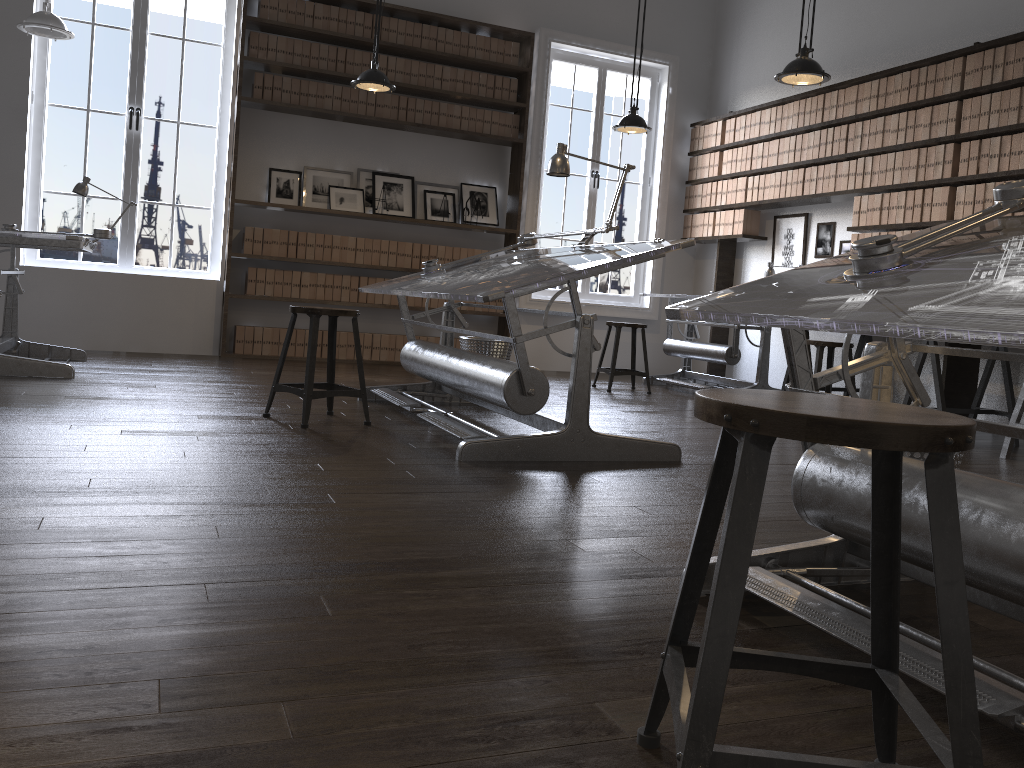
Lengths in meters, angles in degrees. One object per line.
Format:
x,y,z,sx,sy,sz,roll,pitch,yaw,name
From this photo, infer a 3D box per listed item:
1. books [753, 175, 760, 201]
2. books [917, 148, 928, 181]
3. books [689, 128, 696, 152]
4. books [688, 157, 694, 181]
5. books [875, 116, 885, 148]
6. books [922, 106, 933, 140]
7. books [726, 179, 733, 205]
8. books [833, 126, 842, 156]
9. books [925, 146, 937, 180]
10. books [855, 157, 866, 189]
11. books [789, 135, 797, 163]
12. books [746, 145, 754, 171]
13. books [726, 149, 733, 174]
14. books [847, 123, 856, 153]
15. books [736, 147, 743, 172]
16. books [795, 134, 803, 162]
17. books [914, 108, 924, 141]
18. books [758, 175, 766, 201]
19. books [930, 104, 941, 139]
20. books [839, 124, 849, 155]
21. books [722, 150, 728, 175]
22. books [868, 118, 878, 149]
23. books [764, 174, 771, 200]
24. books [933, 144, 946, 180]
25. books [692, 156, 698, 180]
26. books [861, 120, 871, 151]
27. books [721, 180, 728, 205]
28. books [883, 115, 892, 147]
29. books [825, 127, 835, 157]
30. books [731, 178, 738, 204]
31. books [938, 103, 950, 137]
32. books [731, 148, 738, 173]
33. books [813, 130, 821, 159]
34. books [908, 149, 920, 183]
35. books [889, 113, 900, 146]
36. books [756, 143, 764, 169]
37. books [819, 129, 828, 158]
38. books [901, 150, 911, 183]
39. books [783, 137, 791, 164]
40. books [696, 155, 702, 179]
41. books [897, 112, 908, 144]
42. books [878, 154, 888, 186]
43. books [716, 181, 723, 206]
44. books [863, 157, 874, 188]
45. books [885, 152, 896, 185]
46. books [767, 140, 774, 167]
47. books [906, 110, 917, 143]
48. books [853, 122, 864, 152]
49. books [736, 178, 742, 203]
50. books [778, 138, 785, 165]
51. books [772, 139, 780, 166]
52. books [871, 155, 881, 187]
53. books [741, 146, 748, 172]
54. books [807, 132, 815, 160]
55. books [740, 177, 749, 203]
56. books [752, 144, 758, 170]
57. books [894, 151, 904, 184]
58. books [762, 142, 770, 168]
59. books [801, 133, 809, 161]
2.149,-1.652,7.547,0.174,0.225,0.067,3,3,-23,books
2.812,-1.458,5.937,0.174,0.225,0.067,3,3,-23,books
1.798,-2.325,8.481,0.174,0.225,0.067,3,3,-22,books
1.786,-2.048,8.486,0.174,0.225,0.067,3,3,-23,books
2.677,-1.771,6.292,0.174,0.225,0.067,3,3,-22,books
2.833,-1.723,5.911,0.174,0.225,0.067,3,3,-23,books
2.011,-1.702,7.899,0.174,0.225,0.067,3,3,-22,books
2.521,-1.820,6.691,0.174,0.225,0.067,3,3,-22,books
2.839,-1.450,5.872,0.174,0.225,0.067,3,3,-23,books
2.598,-1.522,6.444,0.174,0.225,0.067,3,3,-22,books
2.330,-1.876,7.145,0.174,0.225,0.067,3,3,-23,books
2.119,-1.940,7.660,0.174,0.225,0.067,3,3,-22,books
2.014,-1.972,7.913,0.174,0.225,0.067,3,3,-22,books
2.577,-1.803,6.553,0.174,0.225,0.067,3,3,-22,books
2.069,-1.956,7.790,0.174,0.225,0.067,3,3,-22,books
2.360,-1.868,7.081,0.174,0.225,0.067,3,3,-22,books
2.813,-1.731,5.978,0.174,0.225,0.067,3,3,-23,books
2.179,-1.643,7.484,0.174,0.225,0.067,3,3,-22,books
2.862,-1.716,5.851,0.174,0.225,0.067,3,3,-22,books
2.544,-1.811,6.620,0.174,0.225,0.067,3,3,-23,books
1.990,-1.980,7.981,0.174,0.225,0.067,3,3,-22,books
2.657,-1.778,6.356,0.174,0.225,0.067,3,3,-23,books
2.207,-1.635,7.420,0.174,0.225,0.067,3,3,-22,books
2.862,-1.442,5.805,0.174,0.225,0.067,3,3,-22,books
1.809,-2.040,8.420,0.174,0.225,0.067,3,3,-22,books
2.630,-1.786,6.422,0.174,0.225,0.067,3,3,-23,books
1.981,-1.710,7.962,0.174,0.225,0.067,3,3,-23,books
2.707,-1.763,6.232,0.174,0.225,0.067,3,3,-23,books
2.490,-1.828,6.760,0.174,0.225,0.067,3,3,-23,books
2.036,-1.694,7.834,0.174,0.225,0.067,3,3,-22,books
2.884,-1.708,5.793,0.174,0.225,0.067,3,3,-22,books
2.041,-1.963,7.846,0.174,0.225,0.067,3,3,-23,books
2.435,-1.844,6.883,0.174,0.225,0.067,3,3,-23,books
2.782,-1.466,5.997,0.174,0.225,0.067,3,3,-22,books
2.729,-1.756,6.173,0.174,0.225,0.067,3,3,-23,books
2.175,-1.923,7.525,0.174,0.225,0.067,3,3,-23,books
2.462,-1.836,6.817,0.174,0.225,0.067,3,3,-22,books
2.761,-1.474,6.061,0.174,0.225,0.067,3,3,-23,books
2.304,-1.884,7.212,0.174,0.225,0.067,3,3,-22,books
1.838,-2.032,8.353,0.174,0.225,0.067,3,3,-23,books
2.755,-1.748,6.106,0.174,0.225,0.067,3,3,-22,books
2.683,-1.497,6.251,0.174,0.225,0.067,3,3,-23,books
1.951,-1.718,8.028,0.174,0.225,0.067,3,3,-23,books
2.629,-1.513,6.379,0.174,0.225,0.067,3,3,-22,books
2.706,-1.490,6.184,0.174,0.225,0.067,3,3,-22,books
2.232,-1.907,7.395,0.174,0.225,0.067,3,3,-22,books
2.785,-1.739,6.042,0.174,0.225,0.067,3,3,-23,books
2.600,-1.795,6.486,0.174,0.225,0.067,3,3,-22,books
2.063,-1.685,7.765,0.174,0.225,0.067,3,3,-22,books
2.282,-1.892,7.271,0.174,0.225,0.067,3,3,-22,books
2.252,-1.899,7.331,0.174,0.225,0.067,3,3,-23,books
2.659,-1.505,6.316,0.174,0.225,0.067,3,3,-23,books
2.096,-1.948,7.730,0.174,0.225,0.067,3,3,-23,books
2.411,-1.852,6.952,0.174,0.225,0.067,3,3,-23,books
2.083,-1.678,7.704,0.174,0.225,0.067,3,3,-23,books
2.152,-1.931,7.592,0.174,0.225,0.067,3,3,-23,books
2.735,-1.481,6.118,0.174,0.225,0.067,3,3,-23,books
2.205,-1.915,7.461,0.174,0.225,0.067,3,3,-22,books
2.388,-1.860,7.018,0.174,0.225,0.067,3,3,-22,books
